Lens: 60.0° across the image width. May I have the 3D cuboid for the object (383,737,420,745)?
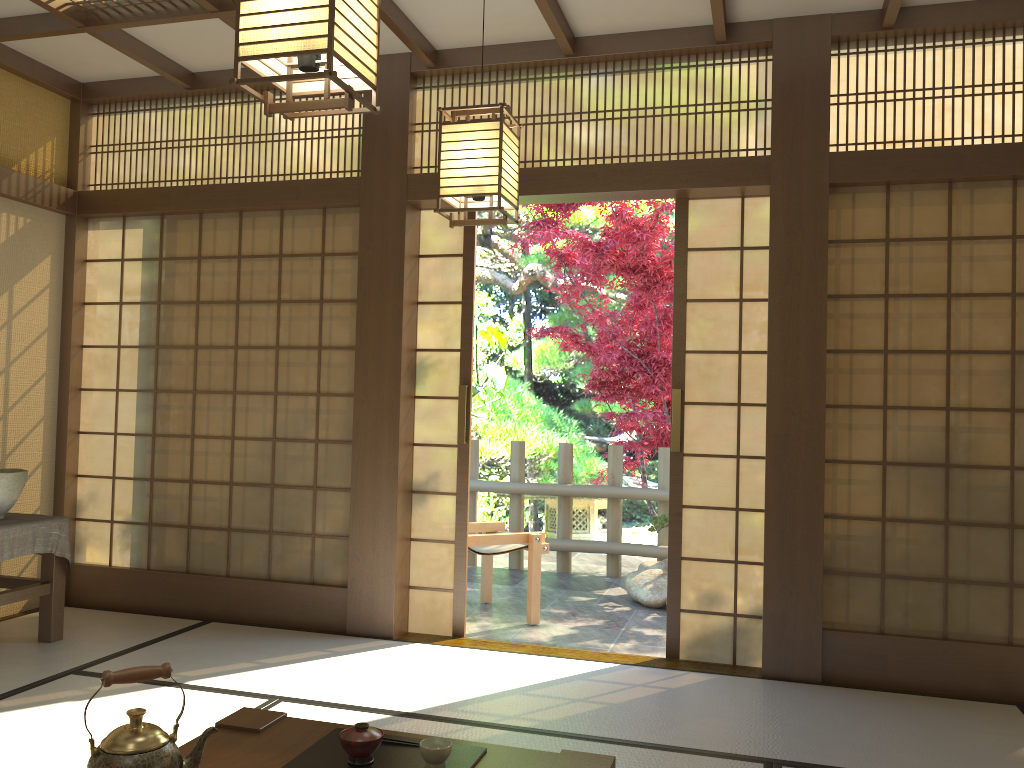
[{"bbox_3d":[-0.300,0.866,2.165,0.200,0.008,0.008,1,-2,16],"label":"object"}]

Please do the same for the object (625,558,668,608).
[{"bbox_3d":[1.416,1.368,6.114,1.260,0.276,1.147,1,-2,12],"label":"object"}]

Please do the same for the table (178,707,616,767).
[{"bbox_3d":[-0.377,1.027,1.746,1.000,0.350,1.000,1,-2,16],"label":"table"}]

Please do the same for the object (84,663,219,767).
[{"bbox_3d":[-0.732,0.704,1.740,0.219,0.296,0.226,1,-2,11],"label":"object"}]

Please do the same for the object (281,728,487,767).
[{"bbox_3d":[-0.293,0.869,2.045,0.400,0.007,0.300,1,-2,16],"label":"object"}]

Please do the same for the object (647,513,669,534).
[{"bbox_3d":[1.488,0.818,6.128,1.032,1.362,0.586,0,-2,42],"label":"object"}]

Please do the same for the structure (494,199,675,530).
[{"bbox_3d":[1.113,-0.321,7.802,3.045,4.004,3.412,3,-2,-41],"label":"structure"}]

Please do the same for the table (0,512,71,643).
[{"bbox_3d":[-2.482,0.923,4.114,0.633,0.595,0.629,1,-2,16],"label":"table"}]

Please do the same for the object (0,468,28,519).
[{"bbox_3d":[-2.459,0.516,4.124,0.358,0.230,0.357,2,-2,-14],"label":"object"}]

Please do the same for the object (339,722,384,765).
[{"bbox_3d":[-0.345,0.821,2.032,0.100,0.080,0.100,1,-2,16],"label":"object"}]

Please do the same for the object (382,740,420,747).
[{"bbox_3d":[-0.306,0.865,2.148,0.200,0.008,0.008,1,-2,12],"label":"object"}]

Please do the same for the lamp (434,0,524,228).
[{"bbox_3d":[-0.100,-1.096,3.021,0.240,1.129,0.240,1,-2,16],"label":"lamp"}]

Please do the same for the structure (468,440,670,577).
[{"bbox_3d":[1.612,1.051,6.743,7.456,1.136,0.245,1,-2,16],"label":"structure"}]

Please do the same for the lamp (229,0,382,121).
[{"bbox_3d":[-0.419,-1.140,1.901,0.240,1.129,0.240,1,-2,16],"label":"lamp"}]

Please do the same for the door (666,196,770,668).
[{"bbox_3d":[1.679,0.232,4.044,1.894,2.380,0.073,1,-2,16],"label":"door"}]

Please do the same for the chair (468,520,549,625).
[{"bbox_3d":[-0.247,1.126,5.467,0.704,0.598,0.698,2,-2,-28],"label":"chair"}]

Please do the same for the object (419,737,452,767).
[{"bbox_3d":[-0.174,0.842,2.014,0.073,0.052,0.074,3,-2,-31],"label":"object"}]

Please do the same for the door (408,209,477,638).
[{"bbox_3d":[-1.131,0.183,4.846,1.894,2.380,0.073,1,-2,16],"label":"door"}]
